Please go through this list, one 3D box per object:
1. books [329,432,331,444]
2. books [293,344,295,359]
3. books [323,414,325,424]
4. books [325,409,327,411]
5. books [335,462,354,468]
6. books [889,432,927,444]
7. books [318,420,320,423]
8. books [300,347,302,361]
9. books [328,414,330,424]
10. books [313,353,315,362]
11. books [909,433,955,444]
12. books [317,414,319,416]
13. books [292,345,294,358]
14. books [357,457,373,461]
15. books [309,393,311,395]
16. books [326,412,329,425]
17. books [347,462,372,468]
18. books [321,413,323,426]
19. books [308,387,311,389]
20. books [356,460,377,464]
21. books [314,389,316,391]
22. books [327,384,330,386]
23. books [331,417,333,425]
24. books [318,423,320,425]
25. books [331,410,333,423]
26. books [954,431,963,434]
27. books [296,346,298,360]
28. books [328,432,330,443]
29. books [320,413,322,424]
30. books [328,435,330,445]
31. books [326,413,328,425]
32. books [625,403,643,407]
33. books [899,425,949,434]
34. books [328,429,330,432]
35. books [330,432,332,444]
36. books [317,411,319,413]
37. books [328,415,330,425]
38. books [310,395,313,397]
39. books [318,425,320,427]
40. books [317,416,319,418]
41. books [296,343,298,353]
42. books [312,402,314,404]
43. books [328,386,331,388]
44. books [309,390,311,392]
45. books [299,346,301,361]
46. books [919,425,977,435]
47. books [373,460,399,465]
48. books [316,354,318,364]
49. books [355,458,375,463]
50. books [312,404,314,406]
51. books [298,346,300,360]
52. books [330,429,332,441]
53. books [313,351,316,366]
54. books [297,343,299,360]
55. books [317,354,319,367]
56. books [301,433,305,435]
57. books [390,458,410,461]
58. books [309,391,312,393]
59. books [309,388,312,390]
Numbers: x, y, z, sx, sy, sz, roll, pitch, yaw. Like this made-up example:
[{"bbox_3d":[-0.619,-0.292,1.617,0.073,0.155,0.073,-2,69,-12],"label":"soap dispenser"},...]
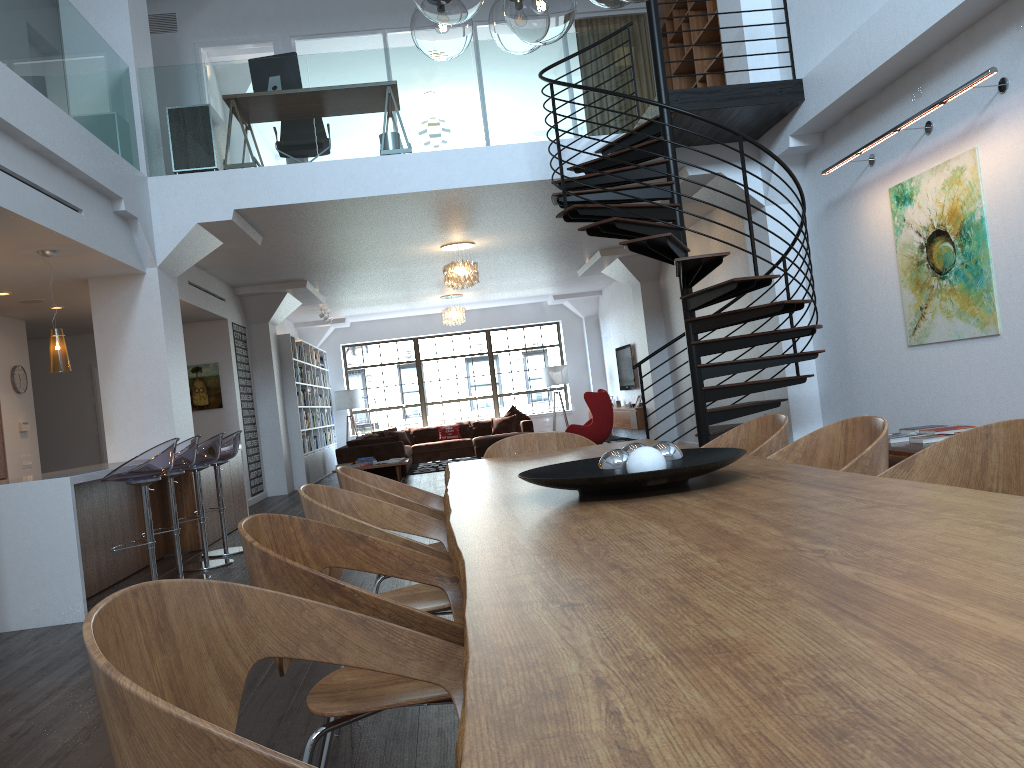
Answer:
[{"bbox_3d":[-3.659,1.072,17.414,0.189,0.247,0.057,-7,-1,-5],"label":"books"},{"bbox_3d":[-3.551,-0.508,14.092,0.170,0.251,0.118,-7,-1,-5],"label":"books"},{"bbox_3d":[-3.644,0.694,16.846,0.161,0.222,0.084,-7,-1,-5],"label":"books"},{"bbox_3d":[-3.707,0.519,17.146,0.224,0.030,0.161,-7,-1,5],"label":"books"},{"bbox_3d":[-2.558,1.247,13.572,0.241,0.045,0.334,-7,-1,-3],"label":"books"},{"bbox_3d":[2.529,0.349,5.749,0.247,0.040,0.185,-7,-1,-2],"label":"books"},{"bbox_3d":[-3.618,0.694,16.042,0.259,0.040,0.180,-7,-1,-5],"label":"books"},{"bbox_3d":[-3.608,-0.489,14.829,0.182,0.255,0.077,-7,-1,-5],"label":"books"},{"bbox_3d":[-3.719,0.713,17.645,0.168,0.228,0.139,-7,-1,-5],"label":"books"},{"bbox_3d":[-3.753,-0.442,16.471,0.171,0.246,0.057,-7,-1,-5],"label":"books"},{"bbox_3d":[2.608,0.337,5.490,0.224,0.032,0.161,-7,-1,-5],"label":"books"},{"bbox_3d":[-3.615,0.575,16.030,0.223,0.032,0.161,-7,-1,-5],"label":"books"},{"bbox_3d":[-3.537,-0.496,14.019,0.161,0.222,0.084,-7,-1,-5],"label":"books"},{"bbox_3d":[-2.256,1.150,13.662,0.224,0.027,0.157,-7,-1,0],"label":"books"},{"bbox_3d":[-3.623,0.184,15.587,0.161,0.033,0.223,-7,-1,-5],"label":"books"},{"bbox_3d":[-3.702,0.694,17.422,0.183,0.253,0.042,-7,-1,-5],"label":"books"},{"bbox_3d":[-2.284,1.215,13.252,0.236,0.035,0.340,-7,-1,20],"label":"books"},{"bbox_3d":[-3.610,0.669,16.467,0.182,0.253,0.098,-7,-1,-5],"label":"books"},{"bbox_3d":[-3.571,0.079,15.174,0.223,0.027,0.161,-7,-1,5],"label":"books"},{"bbox_3d":[-2.248,1.217,13.659,0.312,0.037,0.216,-6,-1,-15],"label":"books"},{"bbox_3d":[-3.649,0.119,15.937,0.224,0.030,0.161,-7,-1,5],"label":"books"},{"bbox_3d":[-3.852,0.038,17.955,0.284,0.033,0.197,-7,-1,10],"label":"books"},{"bbox_3d":[-3.744,0.731,18.025,0.161,0.213,0.146,-7,-1,-5],"label":"books"},{"bbox_3d":[-3.607,0.731,16.018,0.251,0.037,0.160,-7,-1,0],"label":"books"},{"bbox_3d":[-3.756,0.693,18.126,0.176,0.290,0.053,-7,-1,-5],"label":"books"},{"bbox_3d":[2.890,0.305,5.489,0.224,0.036,0.161,-6,-1,-11],"label":"books"},{"bbox_3d":[-3.572,-0.494,14.388,0.174,0.242,0.105,-7,-1,-5],"label":"books"},{"bbox_3d":[-3.645,1.065,17.294,0.183,0.253,0.037,-7,-1,-5],"label":"books"},{"bbox_3d":[-3.607,0.671,16.380,0.174,0.243,0.085,-7,-1,-5],"label":"books"},{"bbox_3d":[-3.633,1.061,17.149,0.183,0.253,0.037,-7,-1,-5],"label":"books"},{"bbox_3d":[-3.692,0.694,17.302,0.171,0.246,0.036,-7,-1,-5],"label":"books"},{"bbox_3d":[2.159,0.372,15.579,0.250,0.053,0.400,-7,-1,-5],"label":"books"},{"bbox_3d":[2.852,0.318,6.138,0.254,0.044,0.183,-6,-1,-10],"label":"books"},{"bbox_3d":[-3.649,1.046,17.466,0.140,0.298,0.044,-7,-1,-5],"label":"books"},{"bbox_3d":[-3.675,1.077,17.600,0.171,0.246,0.057,-7,-1,-5],"label":"books"},{"bbox_3d":[-3.605,0.520,16.026,0.208,0.024,0.144,-7,-1,0],"label":"books"},{"bbox_3d":[-3.704,0.720,17.558,0.161,0.221,0.035,-7,-1,-5],"label":"books"},{"bbox_3d":[-3.612,0.219,15.581,0.183,0.042,0.253,-7,-1,-5],"label":"books"},{"bbox_3d":[-3.601,0.768,16.015,0.246,0.038,0.171,-7,-1,-5],"label":"books"},{"bbox_3d":[-3.616,0.610,16.023,0.253,0.040,0.183,-7,-1,-5],"label":"books"},{"bbox_3d":[-3.588,-0.515,14.475,0.176,0.293,0.125,-7,-1,-5],"label":"books"},{"bbox_3d":[-3.594,0.344,15.573,0.160,0.039,0.251,-7,-1,0],"label":"books"},{"bbox_3d":[-3.848,0.072,17.954,0.284,0.035,0.197,-7,-1,25],"label":"books"},{"bbox_3d":[-3.624,0.129,15.604,0.144,0.024,0.208,-7,-1,0],"label":"books"},{"bbox_3d":[-3.587,-0.492,14.642,0.182,0.253,0.098,-7,-1,-5],"label":"books"},{"bbox_3d":[2.859,0.310,5.819,0.283,0.043,0.197,-7,-1,-5],"label":"books"},{"bbox_3d":[-1.886,1.168,13.277,0.342,0.040,0.231,-7,-1,35],"label":"books"},{"bbox_3d":[-3.776,-0.438,16.795,0.183,0.253,0.034,-7,-1,-5],"label":"books"},{"bbox_3d":[-2.257,1.182,13.663,0.279,0.035,0.191,-7,-1,5],"label":"books"},{"bbox_3d":[-3.587,0.383,15.575,0.171,0.039,0.246,-7,-1,-5],"label":"books"},{"bbox_3d":[-3.586,-0.491,14.608,0.159,0.248,0.089,-7,-1,-5],"label":"books"},{"bbox_3d":[-3.687,1.058,17.682,0.176,0.290,0.053,-7,-1,-5],"label":"books"},{"bbox_3d":[-3.765,-0.461,16.554,0.176,0.290,0.053,-7,-1,-5],"label":"books"},{"bbox_3d":[-3.597,-0.512,14.537,0.197,0.290,0.136,-7,-1,-5],"label":"books"},{"bbox_3d":[-3.787,-0.435,16.931,0.183,0.253,0.034,-7,-1,-5],"label":"books"},{"bbox_3d":[-3.381,0.794,13.937,0.223,0.027,0.161,-7,-1,5],"label":"books"},{"bbox_3d":[-1.761,1.160,13.633,0.256,0.035,0.350,-7,-1,20],"label":"books"},{"bbox_3d":[-3.643,0.158,15.610,0.223,0.027,0.161,-6,-1,-15],"label":"books"},{"bbox_3d":[-3.621,0.095,15.601,0.129,0.043,0.185,-7,-1,10],"label":"books"}]
